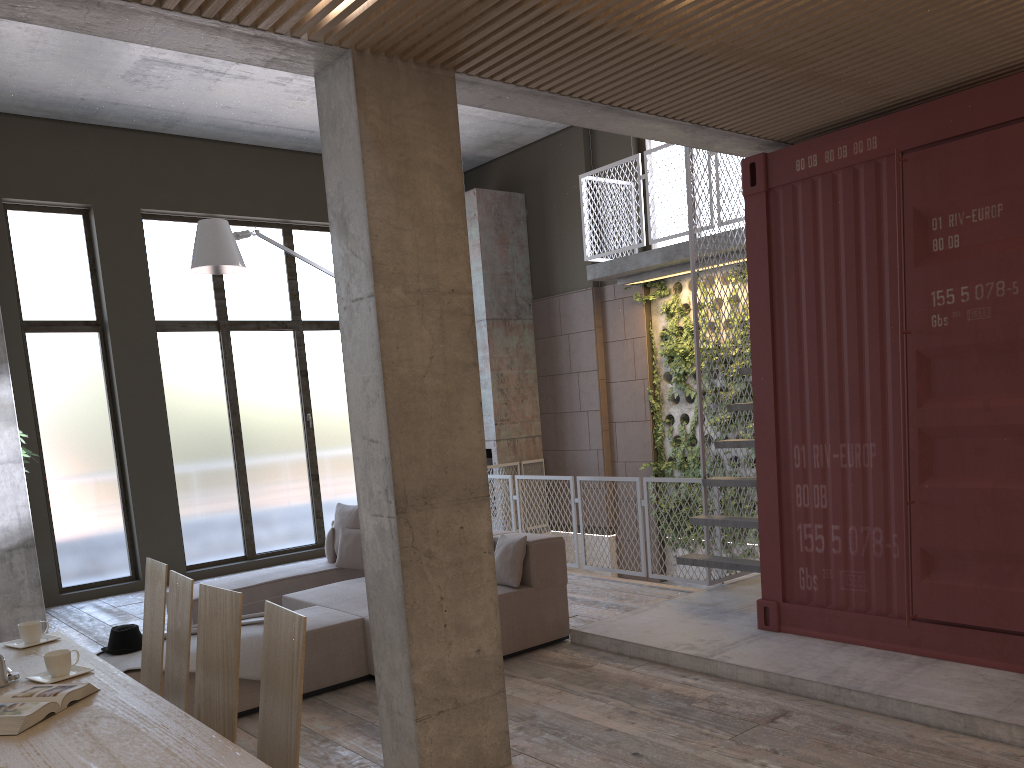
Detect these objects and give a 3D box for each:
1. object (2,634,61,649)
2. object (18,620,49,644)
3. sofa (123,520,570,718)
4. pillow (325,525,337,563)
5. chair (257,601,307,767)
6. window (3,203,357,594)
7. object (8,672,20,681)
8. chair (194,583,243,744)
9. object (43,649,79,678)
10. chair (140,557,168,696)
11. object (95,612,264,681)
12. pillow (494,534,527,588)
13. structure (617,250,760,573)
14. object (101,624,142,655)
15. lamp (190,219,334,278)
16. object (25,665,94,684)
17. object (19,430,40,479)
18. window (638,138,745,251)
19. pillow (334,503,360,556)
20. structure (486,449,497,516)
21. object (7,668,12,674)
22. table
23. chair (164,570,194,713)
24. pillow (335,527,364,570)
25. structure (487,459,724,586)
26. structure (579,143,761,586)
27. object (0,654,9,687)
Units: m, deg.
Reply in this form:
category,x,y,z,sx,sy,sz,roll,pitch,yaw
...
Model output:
category,x,y,z,sx,sy,sz,roll,pitch,yaw
object,-2.130,1.145,3.891,0.186,0.014,0.183,-6,-2,37
object,-2.132,1.103,3.899,0.093,0.089,0.116,-4,2,5
sofa,-1.682,1.659,6.656,2.984,0.795,3.000,-4,-1,-39
pillow,-1.681,1.511,8.225,0.151,0.381,0.365,-5,3,-6
chair,-0.951,1.312,2.594,0.715,1.211,0.347,-8,7,-34
window,-4.475,0.171,9.858,9.117,4.226,0.208,-5,5,-40
object,-1.870,1.095,3.281,0.051,0.019,0.050,-5,0,34
chair,-1.266,1.347,2.991,0.713,1.211,0.348,-9,8,-42
object,-1.705,1.054,3.312,0.093,0.089,0.116,-4,2,5
chair,-1.844,1.414,3.823,0.715,1.211,0.347,-8,7,-35
object,-2.179,1.805,5.455,1.588,0.509,1.041,-4,0,-20
pillow,-0.028,1.262,6.291,0.186,0.371,0.362,-8,4,-34
structure,2.352,0.285,9.655,0.993,3.872,2.623,-10,7,-39
object,-2.341,1.545,5.328,0.303,0.171,0.295,-4,1,38
lamp,-1.494,0.360,8.062,0.755,3.471,2.594,1,6,39
object,-1.703,1.096,3.304,0.186,0.014,0.183,-6,-2,37
object,-4.871,1.057,7.900,1.002,1.889,0.952,-3,5,17
window,2.708,-2.379,9.075,0.108,1.769,3.569,-10,4,-39
pillow,-1.481,1.360,8.001,0.219,0.564,0.563,-9,5,-37
structure,-0.328,1.340,11.994,0.056,0.940,0.575,-10,7,-39
object,-1.895,1.084,3.275,0.051,0.046,0.050,-5,3,-21
table,-0.827,1.421,1.822,1.002,0.932,5.193,-7,0,-39
chair,-1.573,1.382,3.393,0.715,1.211,0.347,-8,7,-34
pillow,-1.390,1.450,7.749,0.377,0.377,0.166,-3,6,24
structure,1.112,1.383,9.769,1.908,0.945,4.433,-5,-1,-39
structure,1.817,-0.279,8.434,3.004,4.372,3.680,-8,5,-39
object,-1.879,1.049,3.211,0.052,0.111,0.052,-4,5,6
